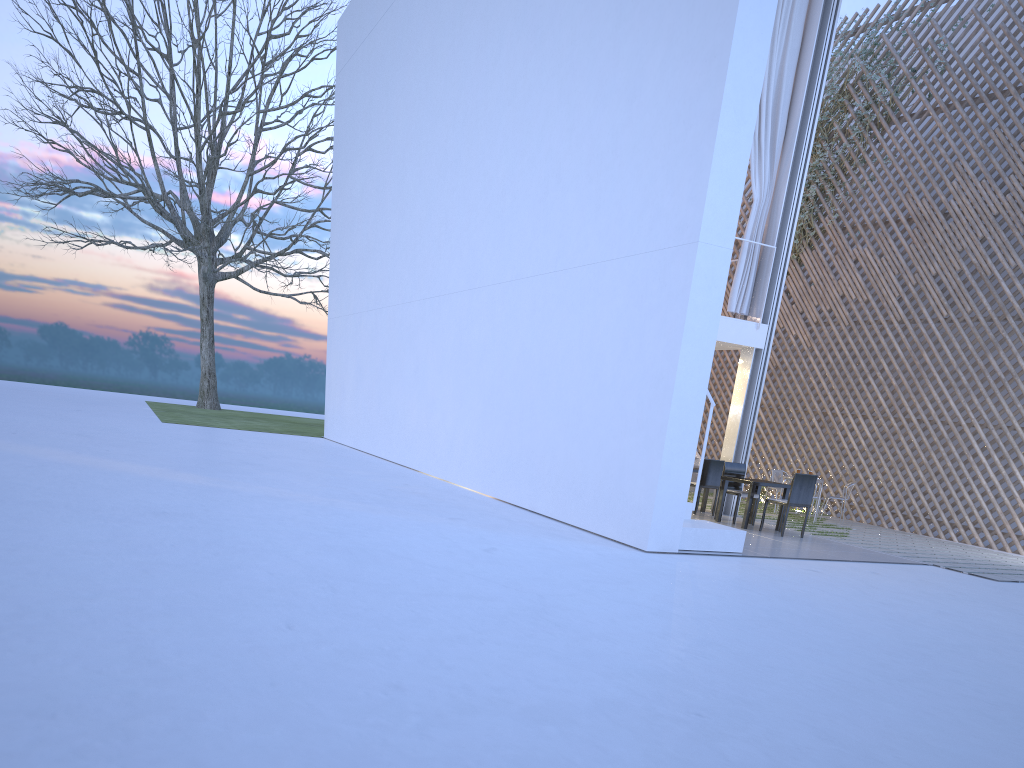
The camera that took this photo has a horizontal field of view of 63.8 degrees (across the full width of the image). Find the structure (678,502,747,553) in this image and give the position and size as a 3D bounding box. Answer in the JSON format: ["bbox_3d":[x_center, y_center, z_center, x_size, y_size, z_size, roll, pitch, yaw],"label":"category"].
[{"bbox_3d":[1.047,-0.779,5.630,1.728,3.563,3.389,-1,11,-25],"label":"structure"}]

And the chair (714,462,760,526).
[{"bbox_3d":[1.660,0.802,5.999,0.192,0.472,0.217,-1,16,-24],"label":"chair"}]

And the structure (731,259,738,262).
[{"bbox_3d":[1.529,-0.685,6.868,0.028,0.593,1.591,-3,5,-26],"label":"structure"}]

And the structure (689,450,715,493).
[{"bbox_3d":[1.341,0.089,9.077,1.176,2.111,1.823,-2,12,-31],"label":"structure"}]

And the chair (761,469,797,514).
[{"bbox_3d":[2.433,0.970,7.447,0.263,0.409,0.226,1,14,-24],"label":"chair"}]

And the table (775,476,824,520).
[{"bbox_3d":[2.495,0.989,7.160,0.338,0.359,0.334,11,10,27],"label":"table"}]

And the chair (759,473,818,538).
[{"bbox_3d":[1.865,0.813,5.574,0.192,0.472,0.217,-1,16,-24],"label":"chair"}]

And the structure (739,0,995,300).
[{"bbox_3d":[2.951,-1.913,7.509,0.731,2.932,2.192,-5,15,-34],"label":"structure"}]

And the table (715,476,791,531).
[{"bbox_3d":[1.712,0.853,5.868,0.361,0.357,0.326,3,10,-25],"label":"table"}]

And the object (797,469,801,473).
[{"bbox_3d":[2.499,0.778,7.188,0.031,0.083,0.029,12,16,19],"label":"object"}]

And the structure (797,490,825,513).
[{"bbox_3d":[2.818,1.071,7.823,0.292,0.348,0.296,-2,13,-39],"label":"structure"}]

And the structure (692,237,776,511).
[{"bbox_3d":[1.449,-0.127,5.280,1.368,1.926,1.328,1,12,-25],"label":"structure"}]

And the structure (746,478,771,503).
[{"bbox_3d":[2.534,1.091,8.373,0.268,0.280,0.242,4,10,-17],"label":"structure"}]

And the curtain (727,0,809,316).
[{"bbox_3d":[1.672,-1.772,5.636,0.512,2.604,0.088,-2,19,-25],"label":"curtain"}]

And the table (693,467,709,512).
[{"bbox_3d":[1.099,0.800,6.500,0.922,0.355,0.326,6,8,-25],"label":"table"}]

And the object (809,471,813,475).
[{"bbox_3d":[2.540,0.777,7.010,0.031,0.083,0.029,12,16,19],"label":"object"}]

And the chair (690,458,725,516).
[{"bbox_3d":[1.454,0.790,6.363,0.192,0.472,0.217,-1,16,-24],"label":"chair"}]

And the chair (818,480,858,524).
[{"bbox_3d":[2.811,1.004,7.099,0.245,0.409,0.243,10,13,15],"label":"chair"}]

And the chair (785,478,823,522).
[{"bbox_3d":[2.435,0.949,6.840,0.257,0.409,0.232,11,14,19],"label":"chair"}]
